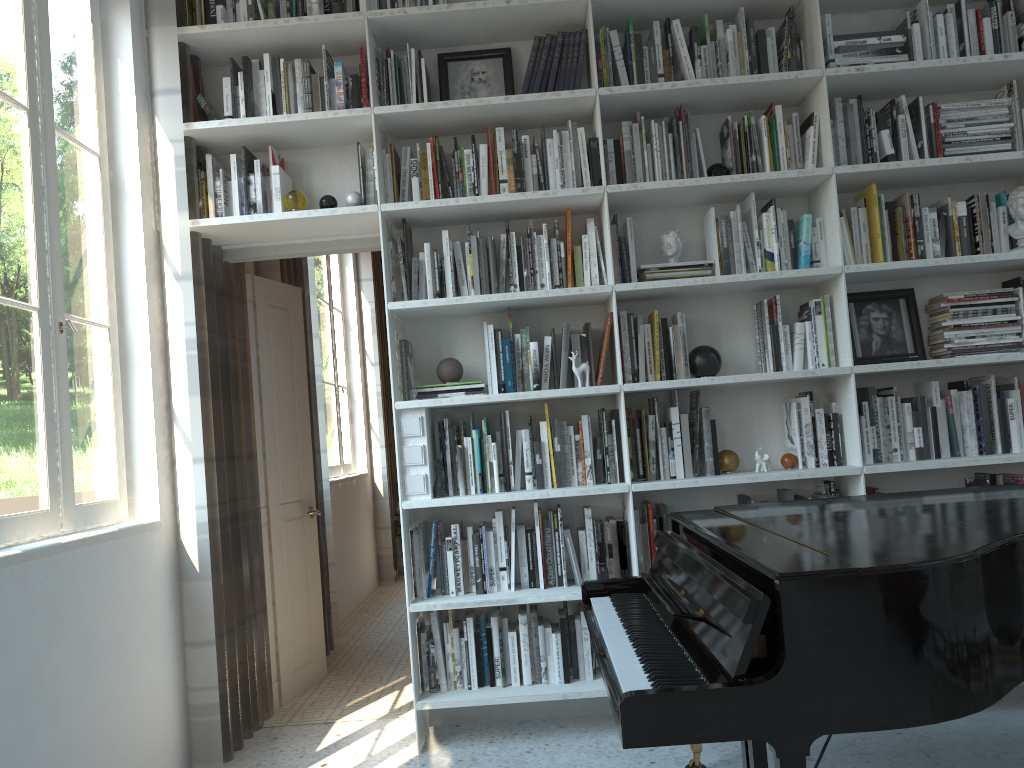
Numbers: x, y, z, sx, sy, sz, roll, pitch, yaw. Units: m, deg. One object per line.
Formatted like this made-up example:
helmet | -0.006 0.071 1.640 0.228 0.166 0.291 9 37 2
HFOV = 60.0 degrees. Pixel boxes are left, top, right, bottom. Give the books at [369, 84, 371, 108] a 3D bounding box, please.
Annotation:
books | -0.547 -1.150 3.536 0.037 0.268 0.113 -4 -3 1

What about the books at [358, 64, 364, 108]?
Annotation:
books | -0.585 -1.131 3.533 0.014 0.235 0.144 -4 -3 1

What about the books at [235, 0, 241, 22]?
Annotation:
books | -1.066 -1.457 3.548 0.024 0.227 0.157 -4 -3 1

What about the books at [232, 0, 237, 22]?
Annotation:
books | -1.086 -1.483 3.541 0.010 0.281 0.160 -4 -3 1

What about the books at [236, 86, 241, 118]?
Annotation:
books | -1.062 -1.071 3.543 0.024 0.192 0.138 -4 -3 1

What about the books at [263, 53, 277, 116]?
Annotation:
books | -0.937 -1.130 3.508 0.021 0.286 0.179 -4 -3 1

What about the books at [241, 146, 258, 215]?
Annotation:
books | -1.020 -0.762 3.493 0.013 0.297 0.187 -4 -3 1

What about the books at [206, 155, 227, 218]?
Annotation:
books | -1.162 -0.742 3.509 0.023 0.281 0.170 -4 -3 1

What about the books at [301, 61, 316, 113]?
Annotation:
books | -0.791 -1.124 3.513 0.030 0.251 0.166 -4 -3 1

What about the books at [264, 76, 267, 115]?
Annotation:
books | -0.949 -1.090 3.522 0.010 0.208 0.165 -4 -3 1

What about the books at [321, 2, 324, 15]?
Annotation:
books | -0.746 -1.496 3.539 0.021 0.253 0.179 -4 -3 1

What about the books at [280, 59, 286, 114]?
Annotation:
books | -0.882 -1.125 3.518 0.013 0.268 0.162 -4 -3 1

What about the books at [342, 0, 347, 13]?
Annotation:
books | -0.655 -1.468 3.537 0.028 0.184 0.167 -4 -3 1

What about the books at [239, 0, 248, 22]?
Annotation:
books | -1.043 -1.488 3.539 0.028 0.283 0.189 -4 -3 1

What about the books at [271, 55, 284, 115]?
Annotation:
books | -0.908 -1.134 3.527 0.037 0.291 0.155 -4 -3 1

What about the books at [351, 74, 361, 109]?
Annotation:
books | -0.603 -1.106 3.518 0.026 0.187 0.154 -4 -3 1

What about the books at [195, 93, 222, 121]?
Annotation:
books | -1.180 -1.054 3.541 0.121 0.175 0.129 -4 -3 1

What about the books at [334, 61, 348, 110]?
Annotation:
books | -0.661 -1.123 3.506 0.029 0.229 0.191 -4 -3 1

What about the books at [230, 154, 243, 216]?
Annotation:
books | -1.071 -0.749 3.515 0.022 0.281 0.156 -4 -3 1

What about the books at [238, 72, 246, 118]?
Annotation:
books | -1.041 -1.093 3.518 0.022 0.228 0.171 -4 -3 1

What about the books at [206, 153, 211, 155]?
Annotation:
books | -1.180 -0.750 3.532 0.013 0.302 0.135 -4 -3 1

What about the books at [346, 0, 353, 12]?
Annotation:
books | -0.634 -1.521 3.539 0.022 0.286 0.175 -4 -3 1

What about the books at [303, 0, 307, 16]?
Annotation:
books | -0.810 -1.501 3.545 0.013 0.275 0.158 -4 -3 1

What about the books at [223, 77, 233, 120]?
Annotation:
books | -1.104 -1.081 3.530 0.034 0.217 0.166 -4 -3 1

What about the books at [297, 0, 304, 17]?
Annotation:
books | -0.825 -1.456 3.536 0.024 0.187 0.159 -4 -3 1

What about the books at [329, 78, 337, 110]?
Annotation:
books | -0.689 -1.096 3.527 0.031 0.182 0.151 -4 -3 1

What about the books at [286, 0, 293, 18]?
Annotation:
books | -0.877 -1.511 3.540 0.014 0.304 0.145 -4 -3 1

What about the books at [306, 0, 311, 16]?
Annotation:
books | -0.791 -1.478 3.542 0.021 0.226 0.156 -4 -3 1

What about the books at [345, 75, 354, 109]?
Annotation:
books | -0.630 -1.107 3.533 0.029 0.195 0.146 -4 -3 1

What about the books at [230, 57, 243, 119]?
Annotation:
books | -1.084 -1.123 3.534 0.011 0.296 0.162 -4 -3 1

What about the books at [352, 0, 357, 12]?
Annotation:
books | -0.619 -1.548 3.534 0.014 0.337 0.168 -4 -3 1

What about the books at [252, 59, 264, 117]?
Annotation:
books | -0.995 -1.125 3.536 0.028 0.288 0.132 -4 -3 1

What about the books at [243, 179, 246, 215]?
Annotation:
books | -1.029 -0.715 3.508 0.011 0.206 0.163 -4 -3 1

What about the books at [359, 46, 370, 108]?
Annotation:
books | -0.573 -1.162 3.522 0.014 0.294 0.173 -4 -3 1

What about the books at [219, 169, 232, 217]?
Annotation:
books | -1.114 -0.715 3.506 0.010 0.220 0.181 -4 -3 1

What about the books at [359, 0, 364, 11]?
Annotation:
books | -0.572 -1.511 3.501 0.024 0.252 0.235 -4 -3 1

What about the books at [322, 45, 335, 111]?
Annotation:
books | -0.715 -1.156 3.515 0.012 0.303 0.189 -4 -3 1

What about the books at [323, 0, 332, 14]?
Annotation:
books | -0.722 -1.501 3.535 0.027 0.259 0.147 -4 -3 1

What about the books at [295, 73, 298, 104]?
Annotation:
books | -0.835 -1.108 3.545 0.011 0.231 0.135 -4 -3 1

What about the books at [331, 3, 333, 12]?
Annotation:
books | -0.703 -1.518 3.548 0.013 0.292 0.154 -4 -3 1

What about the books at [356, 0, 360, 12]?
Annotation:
books | -0.596 -1.510 3.538 0.025 0.259 0.138 -4 -3 1

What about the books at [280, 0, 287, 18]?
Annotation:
books | -0.897 -1.485 3.554 0.030 0.257 0.130 -4 -3 1

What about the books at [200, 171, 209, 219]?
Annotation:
books | -1.190 -0.710 3.508 0.013 0.222 0.162 -4 -3 1

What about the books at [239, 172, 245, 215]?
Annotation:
books | -1.046 -0.716 3.530 0.023 0.214 0.140 -4 -3 1

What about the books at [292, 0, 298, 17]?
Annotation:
books | -0.856 -1.517 3.551 0.029 0.314 0.129 -4 -3 1

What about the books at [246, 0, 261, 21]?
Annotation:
books | -1.012 -1.452 3.527 0.030 0.206 0.175 -4 -3 1

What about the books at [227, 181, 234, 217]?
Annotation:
books | -1.093 -0.698 3.530 0.029 0.185 0.135 -4 -3 1

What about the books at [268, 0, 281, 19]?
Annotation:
books | -0.933 -1.496 3.536 0.039 0.282 0.182 -4 -3 1

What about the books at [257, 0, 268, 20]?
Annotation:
books | -0.980 -1.483 3.521 0.057 0.262 0.191 -4 -3 1

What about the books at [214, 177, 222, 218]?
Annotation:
books | -1.133 -0.702 3.514 0.029 0.197 0.160 -4 -3 1

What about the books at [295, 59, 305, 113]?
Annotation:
books | -0.819 -1.126 3.514 0.025 0.261 0.167 -4 -3 1

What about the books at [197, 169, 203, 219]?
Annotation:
books | -1.204 -0.712 3.507 0.013 0.228 0.179 -4 -3 1

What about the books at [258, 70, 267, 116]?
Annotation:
books | -0.968 -1.103 3.533 0.024 0.239 0.155 -4 -3 1

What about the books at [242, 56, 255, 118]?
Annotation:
books | -1.021 -1.122 3.514 0.023 0.282 0.186 -4 -3 1

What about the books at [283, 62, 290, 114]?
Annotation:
books | -0.869 -1.116 3.517 0.012 0.249 0.192 -4 -3 1

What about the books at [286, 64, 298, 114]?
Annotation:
books | -0.853 -1.115 3.517 0.021 0.244 0.174 -4 -3 1

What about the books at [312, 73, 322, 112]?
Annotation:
books | -0.760 -1.106 3.530 0.028 0.212 0.138 -4 -3 1

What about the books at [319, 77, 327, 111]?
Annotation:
books | -0.731 -1.100 3.537 0.029 0.197 0.144 -4 -3 1
